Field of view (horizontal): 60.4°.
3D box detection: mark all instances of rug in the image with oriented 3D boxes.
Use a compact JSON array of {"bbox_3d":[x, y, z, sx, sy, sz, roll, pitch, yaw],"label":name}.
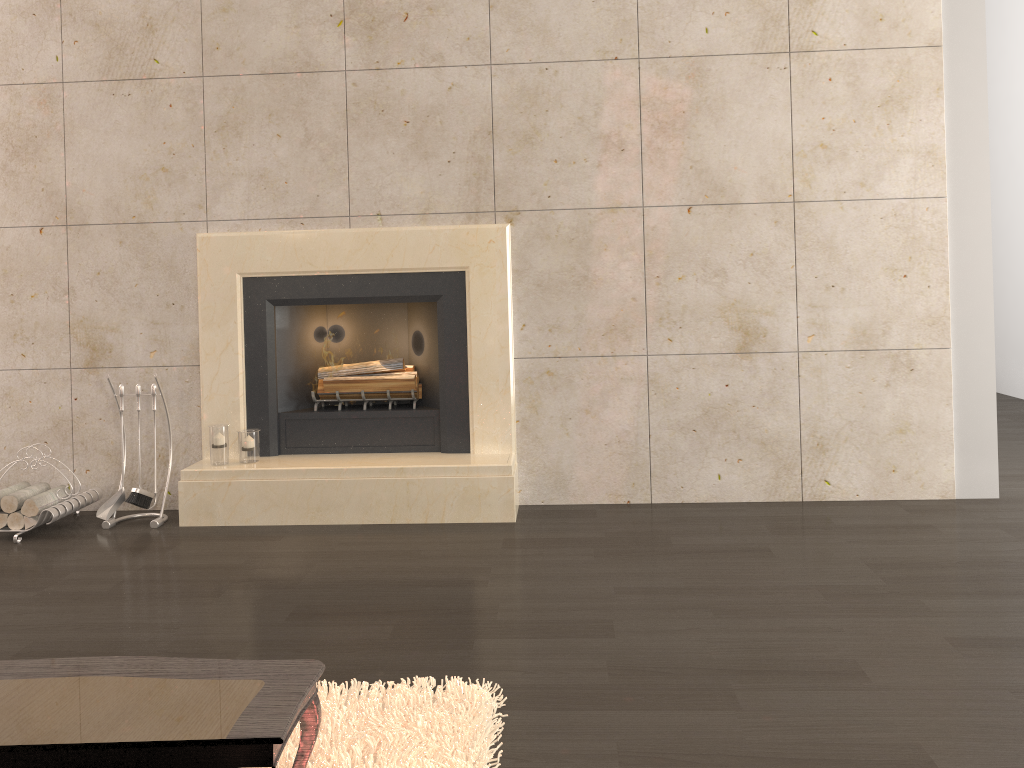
[{"bbox_3d":[-0.805,0.914,1.348,1.508,0.067,2.011,-1,7,3],"label":"rug"}]

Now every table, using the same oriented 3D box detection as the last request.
[{"bbox_3d":[-0.824,0.767,1.365,0.904,0.302,0.920,-1,6,2],"label":"table"}]

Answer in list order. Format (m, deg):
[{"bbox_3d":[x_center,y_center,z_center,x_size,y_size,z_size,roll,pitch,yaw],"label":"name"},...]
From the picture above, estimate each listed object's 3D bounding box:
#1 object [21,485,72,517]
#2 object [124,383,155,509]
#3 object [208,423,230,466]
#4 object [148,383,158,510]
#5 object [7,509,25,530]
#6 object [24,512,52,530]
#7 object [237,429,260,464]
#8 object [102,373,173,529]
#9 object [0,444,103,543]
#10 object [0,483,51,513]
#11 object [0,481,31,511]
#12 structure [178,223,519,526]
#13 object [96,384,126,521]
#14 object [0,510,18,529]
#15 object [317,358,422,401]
[{"bbox_3d":[-2.094,0.524,3.966,0.080,0.078,0.264,-1,6,3],"label":"object"},{"bbox_3d":[-1.723,0.292,4.066,0.070,0.587,0.136,-2,0,27],"label":"object"},{"bbox_3d":[-1.358,0.282,4.086,0.099,0.183,0.098,-3,2,-44],"label":"object"},{"bbox_3d":[-1.646,0.282,4.035,0.027,0.564,0.106,-2,0,-4],"label":"object"},{"bbox_3d":[-2.155,0.583,3.964,0.079,0.076,0.253,-1,6,3],"label":"object"},{"bbox_3d":[-2.089,0.590,3.955,0.061,0.059,0.245,-1,6,3],"label":"object"},{"bbox_3d":[-1.231,0.291,4.123,0.108,0.148,0.108,-1,2,8],"label":"object"},{"bbox_3d":[-1.724,0.293,4.072,0.263,0.697,0.217,-2,1,3],"label":"object"},{"bbox_3d":[-2.190,0.469,4.030,0.430,0.379,0.505,-1,4,3],"label":"object"},{"bbox_3d":[-2.185,0.511,3.966,0.079,0.076,0.253,-1,6,3],"label":"object"},{"bbox_3d":[-2.271,0.508,3.969,0.081,0.082,0.253,-1,6,3],"label":"object"},{"bbox_3d":[-0.747,-0.077,4.231,1.524,1.339,0.590,-1,1,3],"label":"structure"},{"bbox_3d":[-1.828,0.305,4.041,0.116,0.602,0.125,-1,0,43],"label":"object"},{"bbox_3d":[-2.232,0.582,3.983,0.082,0.073,0.278,-1,6,3],"label":"object"},{"bbox_3d":[-0.707,-0.022,4.371,0.513,0.211,0.221,-1,4,3],"label":"object"}]
